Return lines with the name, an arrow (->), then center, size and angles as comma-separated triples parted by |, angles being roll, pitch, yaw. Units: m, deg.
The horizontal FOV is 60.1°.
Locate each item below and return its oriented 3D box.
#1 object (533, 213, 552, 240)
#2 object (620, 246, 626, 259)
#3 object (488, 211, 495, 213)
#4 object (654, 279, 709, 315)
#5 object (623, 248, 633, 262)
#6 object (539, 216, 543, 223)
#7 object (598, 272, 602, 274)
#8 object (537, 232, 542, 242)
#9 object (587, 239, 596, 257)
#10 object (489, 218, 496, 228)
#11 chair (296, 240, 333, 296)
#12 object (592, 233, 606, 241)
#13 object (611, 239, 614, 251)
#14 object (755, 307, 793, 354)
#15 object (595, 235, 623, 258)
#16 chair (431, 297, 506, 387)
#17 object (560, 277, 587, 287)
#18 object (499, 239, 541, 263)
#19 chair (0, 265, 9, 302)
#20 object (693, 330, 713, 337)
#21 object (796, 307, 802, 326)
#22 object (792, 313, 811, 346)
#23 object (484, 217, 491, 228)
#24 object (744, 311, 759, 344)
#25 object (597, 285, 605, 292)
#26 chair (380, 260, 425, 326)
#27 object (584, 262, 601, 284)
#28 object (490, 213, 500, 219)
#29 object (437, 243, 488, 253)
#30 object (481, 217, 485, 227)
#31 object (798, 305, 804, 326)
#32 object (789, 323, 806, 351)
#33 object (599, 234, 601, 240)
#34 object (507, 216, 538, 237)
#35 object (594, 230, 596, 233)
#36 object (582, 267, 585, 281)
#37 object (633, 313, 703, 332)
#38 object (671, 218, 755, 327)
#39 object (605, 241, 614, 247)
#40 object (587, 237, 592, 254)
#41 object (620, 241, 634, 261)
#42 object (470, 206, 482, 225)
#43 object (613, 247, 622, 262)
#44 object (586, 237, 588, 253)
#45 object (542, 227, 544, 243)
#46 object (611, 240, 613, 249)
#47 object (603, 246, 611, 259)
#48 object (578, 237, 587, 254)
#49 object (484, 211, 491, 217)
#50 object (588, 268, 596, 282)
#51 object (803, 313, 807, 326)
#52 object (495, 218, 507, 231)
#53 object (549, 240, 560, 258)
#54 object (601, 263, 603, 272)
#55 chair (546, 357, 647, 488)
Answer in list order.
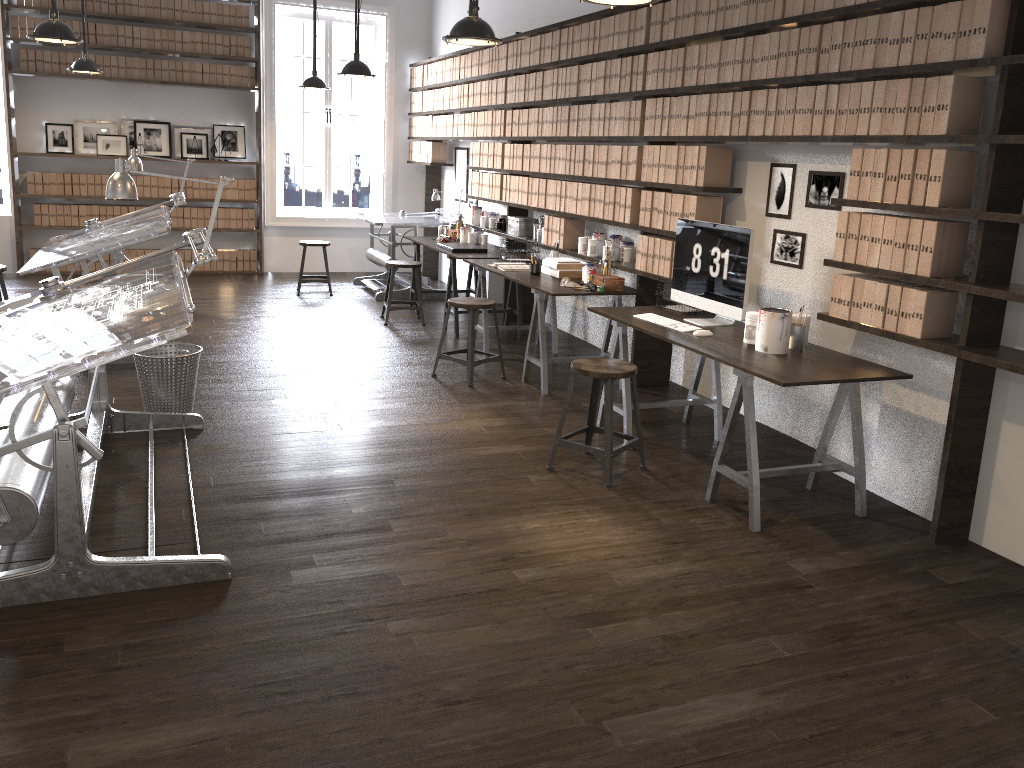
object -> 0.240, -1.315, 7.249 | 0.157, 0.269, 0.183 | -7, 16, -37
object -> 0.749, -0.885, 6.024 | 0.045, 0.101, 0.044 | -4, 14, -30
object -> -0.199, -1.588, 8.487 | 0.072, 0.128, 0.071 | 8, 14, 24
object -> 0.955, -0.487, 4.927 | 0.204, 0.159, 0.287 | -5, 16, -29
object -> 0.781, -0.869, 5.972 | 0.062, 0.095, 0.062 | 5, 13, 9
object -> 0.257, -1.308, 7.417 | 0.079, 0.186, 0.079 | -8, 17, -42
object -> 0.584, -0.675, 5.729 | 0.059, 0.088, 0.061 | -1, 13, -17
object -> 0.295, -1.185, 7.121 | 0.181, 0.092, 0.062 | 1, 13, -8
object -> 0.564, -0.955, 6.222 | 0.062, 0.118, 0.062 | 12, 15, 35
object -> -0.180, -1.488, 8.189 | 0.062, 0.093, 0.062 | -6, 16, -36
chair -> -1.994, -1.171, 8.945 | 0.358, 0.522, 0.376 | 0, 13, -14
object -> 0.617, -0.996, 6.328 | 0.094, 0.160, 0.096 | -3, 14, -26
object -> 0.624, -0.800, 5.592 | 0.020, 0.226, 0.007 | 5, 12, 9
object -> 1.167, -0.234, 3.952 | 0.144, 0.194, 0.146 | 13, 16, 39
object -> 0.675, -0.964, 6.215 | 0.205, 0.160, 0.095 | -2, 13, -20
chair -> -0.274, -0.290, 5.856 | 0.374, 0.522, 0.360 | 14, 17, 40
object -> 0.382, -0.648, 5.660 | 0.198, 0.050, 0.133 | 14, 18, 37
object -> 0.062, -1.031, 6.866 | 0.284, 0.159, 0.206 | -3, 15, -22
chair -> -3.745, -0.569, 6.280 | 0.373, 0.522, 0.361 | -9, 17, -43
object -> 0.916, -0.244, 4.237 | 0.106, 0.028, 0.059 | -4, 16, -25
object -> 1.294, -0.261, 4.033 | 0.055, 0.178, 0.007 | -7, 16, -40
object -> 1.340, -0.253, 4.135 | 0.094, 0.143, 0.095 | 2, 13, -5
object -> -0.224, -1.502, 8.238 | 0.063, 0.092, 0.063 | -6, 16, -36
object -> 1.130, -0.259, 4.120 | 0.094, 0.143, 0.095 | 4, 13, 4
object -> 0.550, -0.588, 5.472 | 0.049, 0.037, 0.049 | -2, 14, -18
chair -> -0.941, -0.791, 7.670 | 0.358, 0.522, 0.376 | 0, 13, -14
object -> 0.528, -0.722, 5.798 | 0.104, 0.140, 0.106 | -1, 13, -14
object -> -0.164, -1.540, 8.347 | 0.094, 0.127, 0.096 | 5, 13, 8
object -> -0.424, -1.154, 7.501 | 0.312, 0.033, 0.450 | -3, 16, -22
object -> -0.263, -1.519, 8.295 | 0.062, 0.093, 0.062 | -6, 16, -36
object -> 1.308, -0.260, 4.036 | 0.045, 0.202, 0.007 | -8, 16, -41
object -> 1.283, -0.209, 4.018 | 0.083, 0.121, 0.083 | 14, 17, 42
object -> 0.629, -0.984, 6.244 | 0.036, 0.147, 0.005 | 3, 12, 1
object -> 0.089, -1.352, 7.599 | 0.193, 0.151, 0.320 | -3, 15, -22
object -> 0.602, -1.031, 6.425 | 0.009, 0.167, 0.041 | -1, 13, -19
object -> 0.499, -0.732, 5.906 | 0.062, 0.093, 0.062 | 9, 14, 27
object -> 0.787, -0.314, 4.515 | 0.119, 0.017, 0.443 | -4, 16, -26
object -> 1.040, -0.565, 4.545 | 0.204, 0.512, 0.650 | -2, 14, -22
object -> 0.672, -0.929, 6.141 | 0.062, 0.118, 0.062 | 12, 15, 35
object -> 0.564, -0.995, 6.376 | 0.044, 0.126, 0.045 | -2, 13, -22
object -> 0.787, -0.910, 6.079 | 0.095, 0.128, 0.095 | -6, 15, -34
object -> -0.342, -1.612, 8.480 | 0.107, 0.175, 0.108 | -2, 13, -20
object -> 0.711, -0.875, 5.981 | 0.062, 0.094, 0.064 | 5, 13, 9
object -> 0.527, -1.007, 6.419 | 0.063, 0.117, 0.063 | 7, 13, 18
object -> 0.287, -1.181, 7.038 | 0.094, 0.127, 0.096 | -1, 13, -15
object -> 0.684, -0.914, 6.046 | 0.029, 0.134, 0.004 | -3, 13, -26
object -> 0.647, -0.883, 5.997 | 0.062, 0.095, 0.062 | 5, 13, 9
object -> 0.507, -0.991, 6.352 | 0.062, 0.118, 0.062 | 9, 14, 27
object -> -0.236, -1.573, 8.417 | 0.070, 0.129, 0.071 | 6, 13, 15
object -> 0.516, -0.690, 5.726 | 0.049, 0.110, 0.050 | -1, 13, -19
object -> 1.314, -0.242, 4.014 | 0.054, 0.156, 0.007 | -7, 15, -38
object -> -0.110, -1.440, 7.985 | 0.091, 0.107, 0.172 | -2, 15, -22
object -> 0.316, -0.967, 6.571 | 0.102, 0.207, 0.102 | 8, 13, 22
object -> 0.609, -0.734, 5.882 | 0.094, 0.127, 0.096 | -3, 14, -26
chair -> 0.423, 0.165, 4.225 | 0.360, 0.522, 0.374 | 12, 15, 35
